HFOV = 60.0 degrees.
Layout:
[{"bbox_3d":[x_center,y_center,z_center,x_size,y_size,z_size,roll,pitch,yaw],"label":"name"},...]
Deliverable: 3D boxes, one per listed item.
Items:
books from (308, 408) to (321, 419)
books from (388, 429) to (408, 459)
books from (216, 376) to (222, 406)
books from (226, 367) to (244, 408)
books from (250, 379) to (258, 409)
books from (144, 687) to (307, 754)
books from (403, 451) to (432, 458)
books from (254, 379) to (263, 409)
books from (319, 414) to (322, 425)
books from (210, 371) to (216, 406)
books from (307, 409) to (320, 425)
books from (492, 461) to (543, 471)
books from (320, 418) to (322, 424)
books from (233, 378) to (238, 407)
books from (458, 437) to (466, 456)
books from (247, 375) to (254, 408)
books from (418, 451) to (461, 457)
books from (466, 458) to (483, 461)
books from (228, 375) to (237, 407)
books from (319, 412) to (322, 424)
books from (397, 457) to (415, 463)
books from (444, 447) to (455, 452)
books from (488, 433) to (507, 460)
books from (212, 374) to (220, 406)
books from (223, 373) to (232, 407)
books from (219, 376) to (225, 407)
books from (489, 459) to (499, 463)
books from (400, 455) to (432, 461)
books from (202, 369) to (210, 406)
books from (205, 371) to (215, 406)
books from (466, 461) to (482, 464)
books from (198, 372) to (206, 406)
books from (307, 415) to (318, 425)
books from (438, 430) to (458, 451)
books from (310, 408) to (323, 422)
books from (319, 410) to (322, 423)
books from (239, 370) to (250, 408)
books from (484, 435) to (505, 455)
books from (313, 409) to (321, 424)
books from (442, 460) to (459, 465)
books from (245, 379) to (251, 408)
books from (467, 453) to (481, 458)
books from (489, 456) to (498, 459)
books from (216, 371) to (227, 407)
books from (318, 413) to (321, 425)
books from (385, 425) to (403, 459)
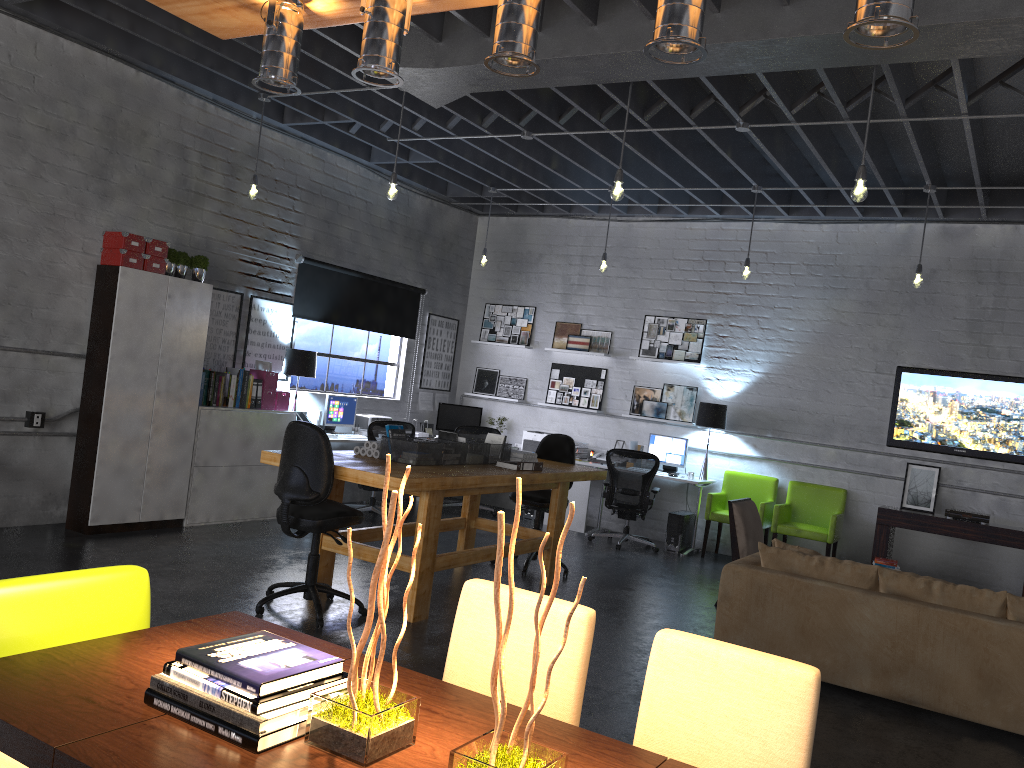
[{"bbox_3d":[-2.043,0.380,9.075,0.175,0.245,0.026,8,1,30],"label":"books"},{"bbox_3d":[-0.766,0.413,6.013,0.097,0.209,0.158,8,1,30],"label":"books"},{"bbox_3d":[-2.623,0.055,7.781,0.160,0.266,0.026,8,1,30],"label":"books"},{"bbox_3d":[-2.512,0.030,7.976,0.175,0.346,0.053,8,1,30],"label":"books"},{"bbox_3d":[-2.442,0.081,8.148,0.218,0.267,0.060,8,1,35],"label":"books"},{"bbox_3d":[-0.537,0.667,1.861,0.324,0.035,0.306,7,0,30],"label":"books"},{"bbox_3d":[-0.637,0.473,5.959,0.127,0.022,0.181,7,0,25],"label":"books"},{"bbox_3d":[-2.412,0.083,8.200,0.220,0.271,0.082,8,1,30],"label":"books"},{"bbox_3d":[-2.032,0.383,9.089,0.172,0.243,0.026,8,1,31],"label":"books"},{"bbox_3d":[-2.674,0.030,7.733,0.182,0.302,0.034,8,1,30],"label":"books"},{"bbox_3d":[-2.046,0.382,9.066,0.172,0.243,0.026,8,1,31],"label":"books"},{"bbox_3d":[0.043,0.592,6.552,0.244,0.067,0.299,7,0,40],"label":"books"},{"bbox_3d":[-2.027,0.384,9.097,0.172,0.243,0.026,8,1,31],"label":"books"},{"bbox_3d":[-2.537,0.067,7.941,0.160,0.266,0.027,8,1,30],"label":"books"},{"bbox_3d":[-0.393,0.473,6.421,0.142,0.188,0.061,8,1,30],"label":"books"},{"bbox_3d":[-2.439,0.063,8.087,0.159,0.298,0.026,8,1,30],"label":"books"},{"bbox_3d":[-0.519,0.486,6.256,0.250,0.022,0.205,7,0,35],"label":"books"},{"bbox_3d":[-0.359,0.540,6.553,0.248,0.021,0.177,7,0,30],"label":"books"},{"bbox_3d":[-2.549,0.055,7.907,0.174,0.286,0.045,8,1,30],"label":"books"},{"bbox_3d":[-2.034,0.383,9.086,0.172,0.243,0.026,8,1,31],"label":"books"},{"bbox_3d":[-0.641,0.519,5.963,0.155,0.029,0.226,7,0,30],"label":"books"},{"bbox_3d":[-0.527,0.460,6.257,0.232,0.027,0.185,7,0,2],"label":"books"},{"bbox_3d":[-0.135,0.495,6.895,0.171,0.210,0.046,8,1,30],"label":"books"},{"bbox_3d":[-2.646,0.048,7.757,0.167,0.275,0.037,8,1,30],"label":"books"},{"bbox_3d":[-2.577,0.047,7.865,0.170,0.293,0.057,8,1,30],"label":"books"},{"bbox_3d":[-2.607,0.057,7.803,0.160,0.266,0.027,8,1,30],"label":"books"},{"bbox_3d":[-0.233,0.566,6.744,0.249,0.031,0.184,7,0,32],"label":"books"},{"bbox_3d":[-0.634,0.495,5.961,0.141,0.021,0.203,7,0,32],"label":"books"},{"bbox_3d":[-2.714,0.022,7.662,0.180,0.310,0.060,8,1,30],"label":"books"},{"bbox_3d":[-2.672,0.031,7.692,0.182,0.302,0.034,8,1,30],"label":"books"},{"bbox_3d":[-0.362,0.560,6.554,0.248,0.021,0.177,7,0,31],"label":"books"},{"bbox_3d":[-2.722,0.032,7.605,0.174,0.286,0.045,8,1,30],"label":"books"},{"bbox_3d":[-2.038,0.415,9.032,0.134,0.176,0.020,8,1,30],"label":"books"},{"bbox_3d":[-0.465,0.451,6.429,0.157,0.214,0.063,8,1,30],"label":"books"},{"bbox_3d":[-2.030,0.381,9.093,0.179,0.247,0.026,8,1,31],"label":"books"},{"bbox_3d":[-2.035,0.381,9.081,0.177,0.246,0.026,8,1,30],"label":"books"},{"bbox_3d":[-2.485,0.037,8.030,0.197,0.339,0.065,8,1,30],"label":"books"},{"bbox_3d":[-0.154,0.499,6.870,0.158,0.200,0.082,8,1,30],"label":"books"},{"bbox_3d":[-2.042,0.382,9.069,0.173,0.243,0.026,8,1,30],"label":"books"},{"bbox_3d":[-0.528,0.534,6.256,0.250,0.031,0.185,7,0,27],"label":"books"},{"bbox_3d":[-2.457,0.077,8.067,0.160,0.266,0.026,8,1,30],"label":"books"},{"bbox_3d":[-0.356,0.520,6.553,0.248,0.021,0.177,7,0,30],"label":"books"},{"bbox_3d":[-0.240,0.539,6.743,0.233,0.022,0.184,7,0,28],"label":"books"},{"bbox_3d":[-2.599,0.042,7.829,0.159,0.298,0.026,8,1,30],"label":"books"},{"bbox_3d":[-2.041,0.380,9.079,0.175,0.245,0.026,8,1,30],"label":"books"},{"bbox_3d":[-0.785,0.398,6.042,0.108,0.234,0.166,8,1,30],"label":"books"}]
